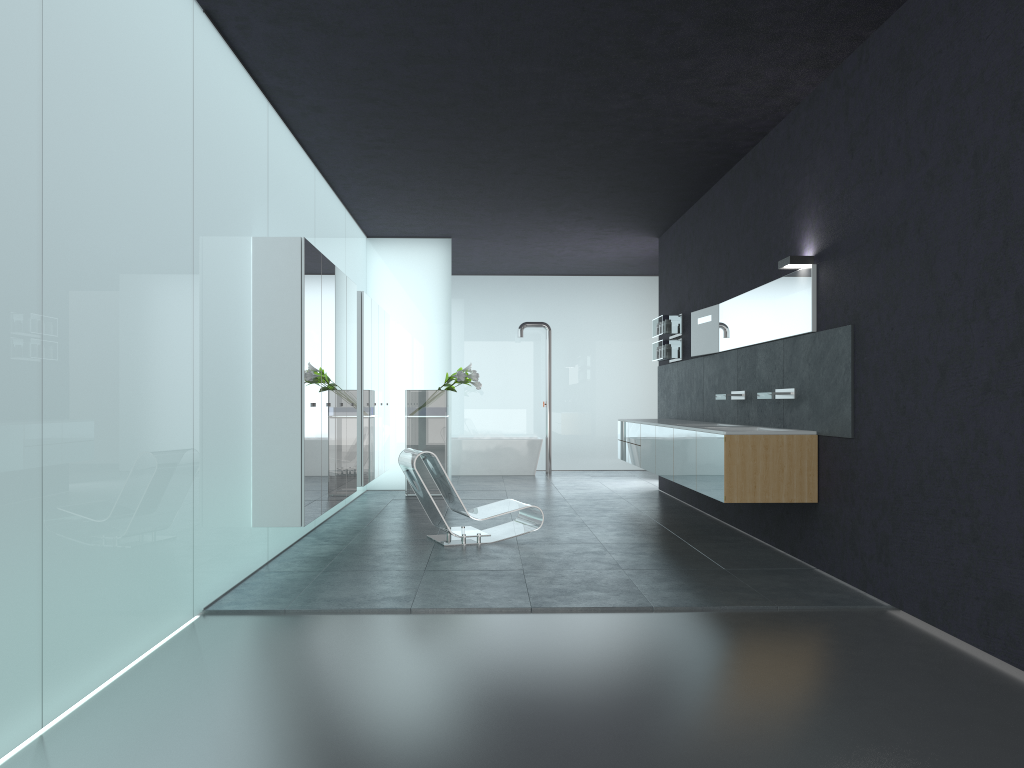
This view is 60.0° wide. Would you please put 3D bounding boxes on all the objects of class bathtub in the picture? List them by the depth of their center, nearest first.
[{"bbox_3d":[-0.439,1.235,16.415,1.977,0.858,0.960,0,-1,-2],"label":"bathtub"}]

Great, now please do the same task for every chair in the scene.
[{"bbox_3d":[-0.396,1.050,8.459,1.261,0.871,0.629,0,-1,-20],"label":"chair"}]

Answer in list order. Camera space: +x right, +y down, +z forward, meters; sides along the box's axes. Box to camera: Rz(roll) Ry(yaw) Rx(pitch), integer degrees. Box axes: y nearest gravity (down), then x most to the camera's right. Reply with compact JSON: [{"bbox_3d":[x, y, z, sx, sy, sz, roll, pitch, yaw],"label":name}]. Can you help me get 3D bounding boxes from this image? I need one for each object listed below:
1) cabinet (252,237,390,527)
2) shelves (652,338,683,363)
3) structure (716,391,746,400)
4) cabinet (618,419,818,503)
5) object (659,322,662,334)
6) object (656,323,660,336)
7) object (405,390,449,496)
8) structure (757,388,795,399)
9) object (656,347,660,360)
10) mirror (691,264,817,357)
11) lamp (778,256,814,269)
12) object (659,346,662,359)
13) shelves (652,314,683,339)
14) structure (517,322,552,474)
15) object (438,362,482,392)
[{"bbox_3d":[-1.870,0.050,9.761,0.398,2.215,6.005,0,-1,-2],"label":"cabinet"},{"bbox_3d":[2.117,-0.453,12.105,0.265,0.285,0.770,0,-1,-2],"label":"shelves"},{"bbox_3d":[2.221,0.116,9.044,0.186,0.088,0.482,0,-1,-2],"label":"structure"},{"bbox_3d":[1.936,0.708,9.694,0.734,0.556,5.584,0,-1,-2],"label":"cabinet"},{"bbox_3d":[2.066,-0.756,12.169,0.096,0.184,0.067,0,0,7],"label":"object"},{"bbox_3d":[2.059,-0.751,12.384,0.096,0.184,0.067,0,0,-10],"label":"object"},{"bbox_3d":[-1.217,0.834,12.752,0.585,1.491,0.575,0,0,-2],"label":"object"},{"bbox_3d":[2.262,0.085,7.626,0.186,0.088,0.482,0,-1,-2],"label":"structure"},{"bbox_3d":[2.059,-0.424,12.384,0.096,0.184,0.067,0,0,-10],"label":"object"},{"bbox_3d":[2.310,-0.636,8.828,0.109,0.532,3.723,0,-1,-3],"label":"mirror"},{"bbox_3d":[2.290,-0.979,7.153,0.198,0.066,0.277,0,-1,-2],"label":"lamp"},{"bbox_3d":[2.066,-0.428,12.169,0.096,0.184,0.067,0,0,7],"label":"object"},{"bbox_3d":[2.117,-0.780,12.105,0.265,0.285,0.770,0,-1,-2],"label":"shelves"},{"bbox_3d":[0.420,0.283,16.437,0.643,2.872,0.123,0,0,-2],"label":"structure"},{"bbox_3d":[-0.936,0.062,12.609,1.024,0.779,0.974,0,-1,-10],"label":"object"}]
